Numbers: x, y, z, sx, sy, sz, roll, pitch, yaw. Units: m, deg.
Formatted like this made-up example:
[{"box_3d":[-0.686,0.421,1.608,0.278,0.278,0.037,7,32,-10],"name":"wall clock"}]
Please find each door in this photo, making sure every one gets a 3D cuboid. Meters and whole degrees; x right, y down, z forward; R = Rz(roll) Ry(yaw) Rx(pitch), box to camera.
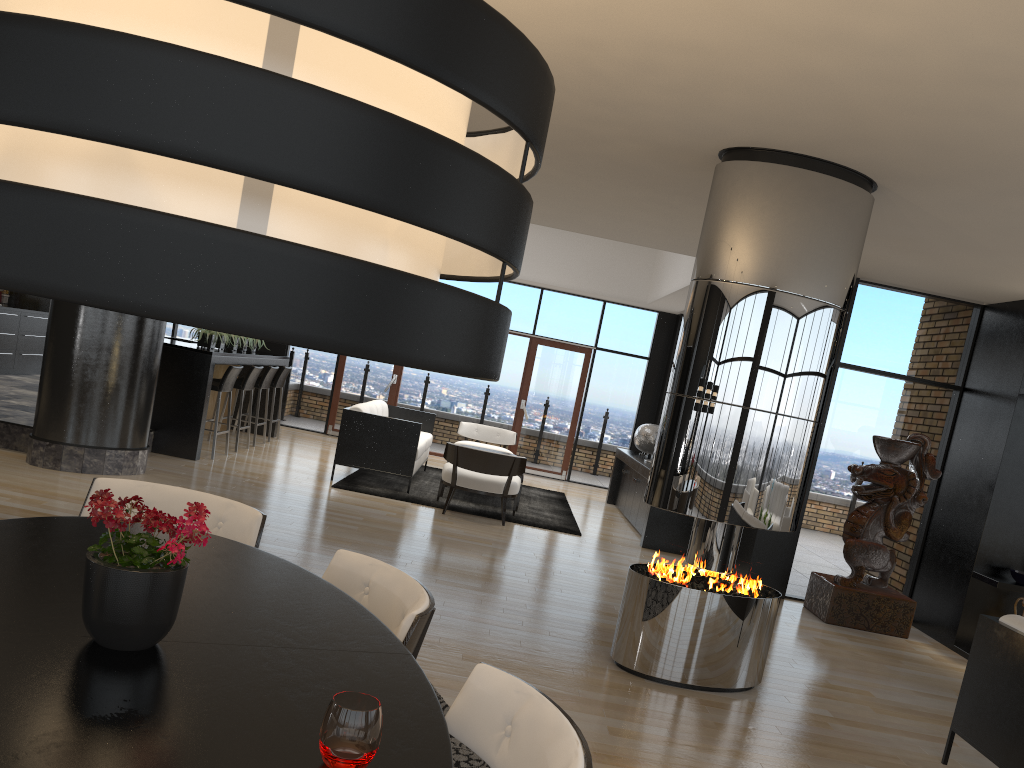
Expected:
[{"box_3d":[-2.118,-0.157,12.979,0.898,2.009,0.094,11,6,-2],"name":"door"},{"box_3d":[0.556,0.373,13.070,0.898,2.009,0.094,11,6,-2],"name":"door"}]

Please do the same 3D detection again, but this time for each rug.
[{"box_3d":[-0.535,1.226,10.139,2.482,0.012,3.015,11,1,0],"name":"rug"},{"box_3d":[-0.902,1.257,1.754,2.733,0.011,3.678,11,1,-24],"name":"rug"}]

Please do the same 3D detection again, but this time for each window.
[{"box_3d":[1.246,-0.826,6.514,10.168,4.818,15.732,11,1,-15],"name":"window"}]

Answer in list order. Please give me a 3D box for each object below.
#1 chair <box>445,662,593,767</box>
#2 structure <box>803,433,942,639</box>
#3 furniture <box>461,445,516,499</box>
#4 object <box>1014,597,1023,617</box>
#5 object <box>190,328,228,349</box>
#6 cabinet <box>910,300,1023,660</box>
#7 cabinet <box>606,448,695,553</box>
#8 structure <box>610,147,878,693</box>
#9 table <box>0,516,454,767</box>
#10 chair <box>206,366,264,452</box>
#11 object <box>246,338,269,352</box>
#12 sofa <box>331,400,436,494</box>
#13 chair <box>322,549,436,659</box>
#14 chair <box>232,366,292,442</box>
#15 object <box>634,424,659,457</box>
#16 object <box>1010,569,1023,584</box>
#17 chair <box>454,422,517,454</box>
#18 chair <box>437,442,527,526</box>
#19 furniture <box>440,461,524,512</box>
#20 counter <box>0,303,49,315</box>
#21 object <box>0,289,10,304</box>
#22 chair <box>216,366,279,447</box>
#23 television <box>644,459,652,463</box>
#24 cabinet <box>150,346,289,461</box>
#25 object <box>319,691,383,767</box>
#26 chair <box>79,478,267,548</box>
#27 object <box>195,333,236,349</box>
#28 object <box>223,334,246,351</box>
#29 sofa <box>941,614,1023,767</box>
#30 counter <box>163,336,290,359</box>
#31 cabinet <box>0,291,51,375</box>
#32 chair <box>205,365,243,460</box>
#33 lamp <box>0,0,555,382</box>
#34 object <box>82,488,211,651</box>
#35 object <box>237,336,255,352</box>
[{"box_3d":[-0.243,0.982,1.637,0.618,0.812,0.635,10,4,-14],"name":"chair"},{"box_3d":[2.942,1.148,7.050,0.732,1.606,0.512,11,6,-2],"name":"structure"},{"box_3d":[-0.324,1.022,10.489,0.828,0.487,0.822,11,2,-1],"name":"furniture"},{"box_3d":[3.824,1.845,6.603,0.220,0.498,0.223,14,6,25],"name":"object"},{"box_3d":[-3.180,-0.499,9.122,0.394,0.241,0.407,12,2,23],"name":"object"},{"box_3d":[4.946,0.959,6.911,2.663,2.763,1.175,11,5,-1],"name":"cabinet"},{"box_3d":[1.633,1.283,10.165,0.621,0.744,3.020,11,1,-1],"name":"cabinet"},{"box_3d":[1.221,0.245,4.730,0.896,2.764,0.579,10,6,-14],"name":"structure"},{"box_3d":[-0.839,0.880,1.776,1.216,0.774,2.082,10,2,-22],"name":"table"},{"box_3d":[-3.125,0.231,9.808,0.519,0.971,0.472,11,5,-1],"name":"chair"},{"box_3d":[-3.212,-0.514,10.721,0.403,0.219,0.398,12,2,23],"name":"object"},{"box_3d":[-1.377,0.655,9.992,0.838,0.808,2.019,11,1,-1],"name":"sofa"},{"box_3d":[-0.604,0.901,2.408,0.620,0.812,0.634,9,5,-31],"name":"chair"},{"box_3d":[-3.142,0.210,11.173,0.519,0.971,0.472,11,5,-1],"name":"chair"},{"box_3d":[1.753,0.710,11.025,0.466,0.410,0.458,10,3,-19],"name":"object"},{"box_3d":[3.912,1.349,6.553,0.374,0.315,0.211,11,4,-3],"name":"object"},{"box_3d":[-0.374,0.901,11.627,0.805,0.680,0.679,11,3,-1],"name":"chair"},{"box_3d":[-0.304,0.952,8.585,0.805,0.680,0.679,11,3,-1],"name":"chair"},{"box_3d":[-0.313,1.035,9.642,0.828,0.487,0.822,11,2,-1],"name":"furniture"},{"box_3d":[-6.302,-0.953,9.988,0.730,0.034,2.843,11,1,-1],"name":"counter"},{"box_3d":[-6.506,-1.187,11.173,0.114,0.318,0.363,11,3,-1],"name":"object"},{"box_3d":[-3.134,0.220,10.503,0.519,0.971,0.472,11,5,-1],"name":"chair"},{"box_3d":[1.783,0.572,10.070,0.406,0.716,0.932,13,3,17],"name":"television"},{"box_3d":[-3.572,0.098,10.045,1.180,1.044,3.095,11,1,-1],"name":"cabinet"},{"box_3d":[-0.255,0.552,1.398,0.095,0.107,0.094,10,4,-13],"name":"object"},{"box_3d":[-1.233,0.770,2.889,0.642,0.812,0.612,12,4,5],"name":"chair"},{"box_3d":[-3.161,-0.500,9.530,0.403,0.241,0.398,12,2,23],"name":"object"},{"box_3d":[-3.144,-0.491,9.963,0.394,0.218,0.407,12,2,23],"name":"object"},{"box_3d":[2.563,1.521,3.206,0.838,0.808,2.019,11,1,-1],"name":"sofa"},{"box_3d":[-3.469,-0.428,9.989,1.180,0.032,3.095,11,1,-1],"name":"counter"},{"box_3d":[-6.190,-1.397,9.942,0.729,2.540,5.692,11,2,-1],"name":"cabinet"},{"box_3d":[-3.115,0.242,9.026,0.519,0.971,0.472,11,5,-1],"name":"chair"},{"box_3d":[-0.146,-0.707,0.733,0.539,1.339,0.528,9,6,-24],"name":"lamp"},{"box_3d":[-0.719,0.359,1.720,0.230,0.300,0.234,10,4,-22],"name":"object"},{"box_3d":[-3.149,-0.508,10.337,0.394,0.241,0.407,12,2,23],"name":"object"}]
